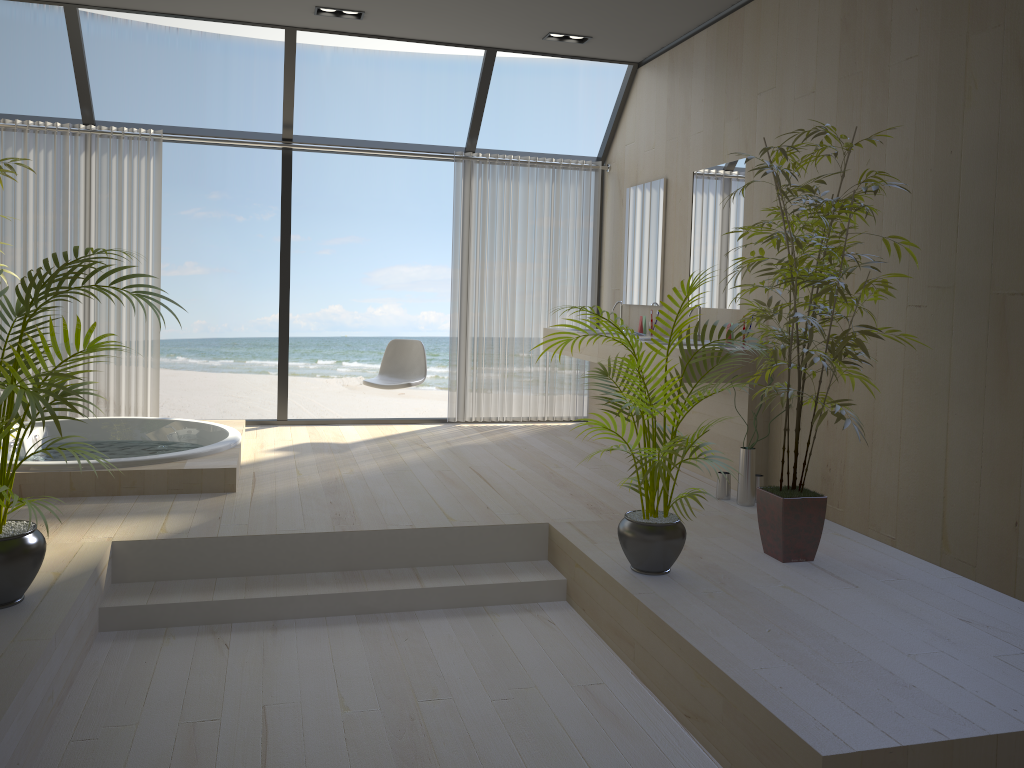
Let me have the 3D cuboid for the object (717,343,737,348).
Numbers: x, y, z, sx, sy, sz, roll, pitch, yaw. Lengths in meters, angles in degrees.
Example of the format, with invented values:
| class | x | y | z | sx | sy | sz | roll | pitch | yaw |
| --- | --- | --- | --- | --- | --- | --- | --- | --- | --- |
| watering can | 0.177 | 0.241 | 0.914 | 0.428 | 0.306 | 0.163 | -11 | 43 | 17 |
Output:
| class | x | y | z | sx | sy | sz | roll | pitch | yaw |
| --- | --- | --- | --- | --- | --- | --- | --- | --- | --- |
| object | 1.174 | -0.213 | 4.830 | 0.104 | 0.029 | 0.033 | 4 | 5 | 25 |

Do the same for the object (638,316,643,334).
| class | x | y | z | sx | sy | sz | roll | pitch | yaw |
| --- | --- | --- | --- | --- | --- | --- | --- | --- | --- |
| object | 0.883 | -0.398 | 6.067 | 0.039 | 0.134 | 0.039 | 3 | 3 | 33 |

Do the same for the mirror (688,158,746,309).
| class | x | y | z | sx | sy | sz | roll | pitch | yaw |
| --- | --- | --- | --- | --- | --- | --- | --- | --- | --- |
| mirror | 1.245 | -0.891 | 5.365 | 0.023 | 0.866 | 0.656 | 1 | 4 | -15 |

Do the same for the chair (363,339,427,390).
| class | x | y | z | sx | sy | sz | roll | pitch | yaw |
| --- | --- | --- | --- | --- | --- | --- | --- | --- | --- |
| chair | -0.826 | -0.139 | 6.356 | 0.369 | 0.346 | 0.456 | 3 | 5 | 13 |

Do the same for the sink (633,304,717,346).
| class | x | y | z | sx | sy | sz | roll | pitch | yaw |
| --- | --- | --- | --- | --- | --- | --- | --- | --- | --- |
| sink | 0.950 | -0.261 | 5.192 | 0.504 | 0.418 | 0.576 | 1 | 5 | -12 |

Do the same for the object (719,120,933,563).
| class | x | y | z | sx | sy | sz | roll | pitch | yaw |
| --- | --- | --- | --- | --- | --- | --- | --- | --- | --- |
| object | 1.214 | -0.163 | 3.564 | 0.787 | 1.752 | 0.938 | 2 | 3 | 10 |

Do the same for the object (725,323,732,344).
| class | x | y | z | sx | sy | sz | roll | pitch | yaw |
| --- | --- | --- | --- | --- | --- | --- | --- | --- | --- |
| object | 1.200 | -0.269 | 4.905 | 0.039 | 0.134 | 0.039 | 3 | 3 | 26 |

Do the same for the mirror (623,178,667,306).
| class | x | y | z | sx | sy | sz | roll | pitch | yaw |
| --- | --- | --- | --- | --- | --- | --- | --- | --- | --- |
| mirror | 0.946 | -1.002 | 6.356 | 0.023 | 0.866 | 0.656 | 1 | 4 | -15 |

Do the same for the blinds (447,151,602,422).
| class | x | y | z | sx | sy | sz | roll | pitch | yaw |
| --- | --- | --- | --- | --- | --- | --- | --- | --- | --- |
| blinds | 0.098 | -0.740 | 6.943 | 1.182 | 2.065 | 0.084 | 1 | 3 | -15 |

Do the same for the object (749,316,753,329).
| class | x | y | z | sx | sy | sz | roll | pitch | yaw |
| --- | --- | --- | --- | --- | --- | --- | --- | --- | --- |
| object | 1.286 | -0.283 | 4.828 | 0.054 | 0.175 | 0.012 | 2 | 3 | 10 |

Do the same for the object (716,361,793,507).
| class | x | y | z | sx | sy | sz | roll | pitch | yaw |
| --- | --- | --- | --- | --- | --- | --- | --- | --- | --- |
| object | 1.279 | 0.244 | 4.576 | 0.407 | 0.747 | 0.275 | 0 | 3 | -27 |

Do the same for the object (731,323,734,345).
| class | x | y | z | sx | sy | sz | roll | pitch | yaw |
| --- | --- | --- | --- | --- | --- | --- | --- | --- | --- |
| object | 1.240 | -0.279 | 5.012 | 0.039 | 0.134 | 0.039 | 3 | 3 | 26 |

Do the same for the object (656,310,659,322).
| class | x | y | z | sx | sy | sz | roll | pitch | yaw |
| --- | --- | --- | --- | --- | --- | --- | --- | --- | --- |
| object | 0.968 | -0.412 | 5.990 | 0.054 | 0.175 | 0.012 | 2 | 3 | 10 |

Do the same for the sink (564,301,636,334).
| class | x | y | z | sx | sy | sz | roll | pitch | yaw |
| --- | --- | --- | --- | --- | --- | --- | --- | --- | --- |
| sink | 0.633 | -0.390 | 6.354 | 0.504 | 0.418 | 0.576 | 1 | 5 | -12 |

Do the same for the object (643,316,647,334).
| class | x | y | z | sx | sy | sz | roll | pitch | yaw |
| --- | --- | --- | --- | --- | --- | --- | --- | --- | --- |
| object | 0.922 | -0.408 | 6.174 | 0.039 | 0.134 | 0.039 | 3 | 3 | 33 |

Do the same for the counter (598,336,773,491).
| class | x | y | z | sx | sy | sz | roll | pitch | yaw |
| --- | --- | --- | --- | --- | --- | --- | --- | --- | --- |
| counter | 0.975 | 0.148 | 5.255 | 0.550 | 0.788 | 1.210 | 1 | 5 | -15 |

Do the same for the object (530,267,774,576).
| class | x | y | z | sx | sy | sz | roll | pitch | yaw |
| --- | --- | --- | --- | --- | --- | --- | --- | --- | --- |
| object | 0.495 | 0.127 | 3.339 | 0.917 | 1.154 | 0.753 | 3 | 4 | 18 |

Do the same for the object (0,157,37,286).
| class | x | y | z | sx | sy | sz | roll | pitch | yaw |
| --- | --- | --- | --- | --- | --- | --- | --- | --- | --- |
| object | -2.609 | -0.287 | 3.683 | 0.787 | 1.752 | 0.938 | 2 | 3 | 10 |

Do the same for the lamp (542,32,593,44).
| class | x | y | z | sx | sy | sz | roll | pitch | yaw |
| --- | --- | --- | --- | --- | --- | --- | --- | --- | --- |
| lamp | 0.371 | -2.365 | 5.922 | 0.301 | 0.111 | 0.164 | 0 | 5 | -15 |

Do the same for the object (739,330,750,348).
| class | x | y | z | sx | sy | sz | roll | pitch | yaw |
| --- | --- | --- | --- | --- | --- | --- | --- | --- | --- |
| object | 1.269 | -0.242 | 4.833 | 0.058 | 0.100 | 0.059 | 1 | 3 | -5 |

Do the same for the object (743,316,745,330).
| class | x | y | z | sx | sy | sz | roll | pitch | yaw |
| --- | --- | --- | --- | --- | --- | --- | --- | --- | --- |
| object | 1.258 | -0.282 | 4.803 | 0.012 | 0.177 | 0.050 | 3 | 3 | 24 |

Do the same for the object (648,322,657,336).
| class | x | y | z | sx | sy | sz | roll | pitch | yaw |
| --- | --- | --- | --- | --- | --- | --- | --- | --- | --- |
| object | 0.951 | -0.372 | 5.995 | 0.058 | 0.100 | 0.058 | 1 | 3 | -9 |

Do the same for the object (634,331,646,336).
| class | x | y | z | sx | sy | sz | roll | pitch | yaw |
| --- | --- | --- | --- | --- | --- | --- | --- | --- | --- |
| object | 0.856 | -0.342 | 5.992 | 0.104 | 0.029 | 0.033 | 4 | 5 | 25 |

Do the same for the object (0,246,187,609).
| class | x | y | z | sx | sy | sz | roll | pitch | yaw |
| --- | --- | --- | --- | --- | --- | --- | --- | --- | --- |
| object | -1.604 | 0.028 | 2.849 | 1.065 | 1.341 | 0.876 | 0 | 4 | -27 |

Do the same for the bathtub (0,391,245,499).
| class | x | y | z | sx | sy | sz | roll | pitch | yaw |
| --- | --- | --- | --- | --- | --- | --- | --- | --- | --- |
| bathtub | -2.476 | 0.401 | 4.985 | 1.821 | 0.696 | 1.654 | 0 | 6 | -15 |

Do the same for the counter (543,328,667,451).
| class | x | y | z | sx | sy | sz | roll | pitch | yaw |
| --- | --- | --- | --- | --- | --- | --- | --- | --- | --- |
| counter | 0.657 | 0.019 | 6.418 | 0.550 | 0.788 | 1.210 | 1 | 5 | -15 |

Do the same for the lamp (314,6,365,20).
| class | x | y | z | sx | sy | sz | roll | pitch | yaw |
| --- | --- | --- | --- | --- | --- | --- | --- | --- | --- |
| lamp | -1.077 | -2.367 | 5.525 | 0.301 | 0.111 | 0.164 | 0 | 5 | -15 |

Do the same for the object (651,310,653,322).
| class | x | y | z | sx | sy | sz | roll | pitch | yaw |
| --- | --- | --- | --- | --- | --- | --- | --- | --- | --- |
| object | 0.940 | -0.411 | 5.966 | 0.012 | 0.177 | 0.050 | 3 | 3 | 24 |

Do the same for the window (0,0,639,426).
| class | x | y | z | sx | sy | sz | roll | pitch | yaw |
| --- | --- | --- | --- | --- | --- | --- | --- | --- | --- |
| window | -1.402 | -1.062 | 6.315 | 4.559 | 2.806 | 0.747 | 0 | 3 | -15 |

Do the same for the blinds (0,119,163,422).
| class | x | y | z | sx | sy | sz | roll | pitch | yaw |
| --- | --- | --- | --- | --- | --- | --- | --- | --- | --- |
| blinds | -3.040 | -0.743 | 6.083 | 1.182 | 2.065 | 0.084 | 1 | 3 | -15 |
